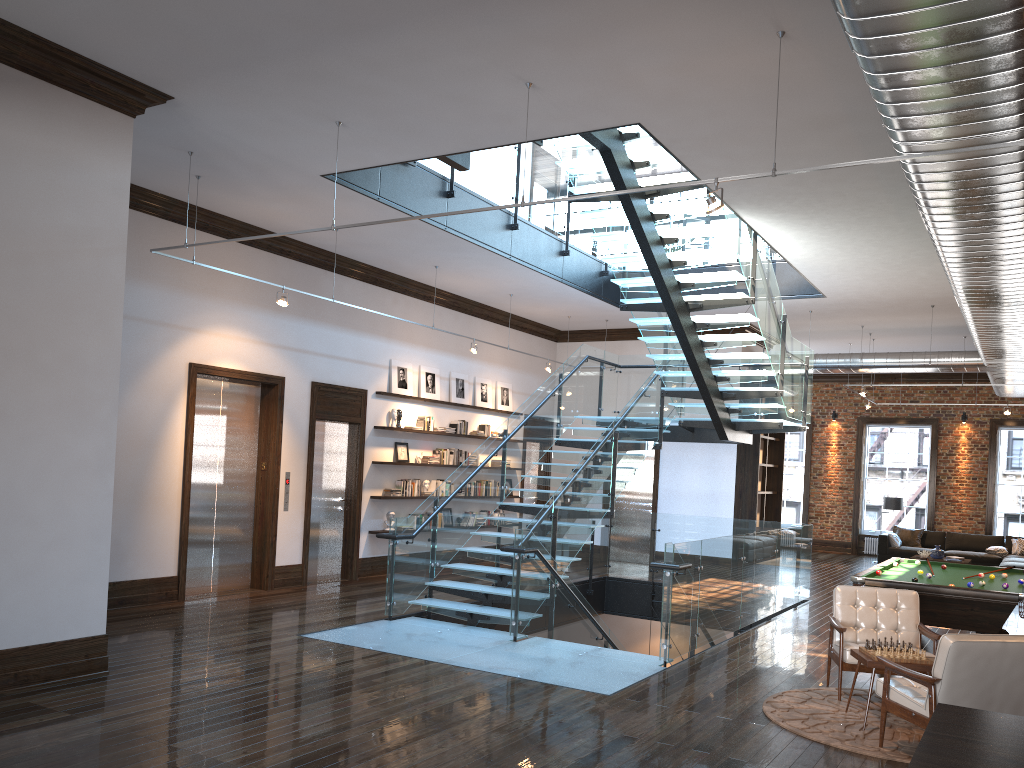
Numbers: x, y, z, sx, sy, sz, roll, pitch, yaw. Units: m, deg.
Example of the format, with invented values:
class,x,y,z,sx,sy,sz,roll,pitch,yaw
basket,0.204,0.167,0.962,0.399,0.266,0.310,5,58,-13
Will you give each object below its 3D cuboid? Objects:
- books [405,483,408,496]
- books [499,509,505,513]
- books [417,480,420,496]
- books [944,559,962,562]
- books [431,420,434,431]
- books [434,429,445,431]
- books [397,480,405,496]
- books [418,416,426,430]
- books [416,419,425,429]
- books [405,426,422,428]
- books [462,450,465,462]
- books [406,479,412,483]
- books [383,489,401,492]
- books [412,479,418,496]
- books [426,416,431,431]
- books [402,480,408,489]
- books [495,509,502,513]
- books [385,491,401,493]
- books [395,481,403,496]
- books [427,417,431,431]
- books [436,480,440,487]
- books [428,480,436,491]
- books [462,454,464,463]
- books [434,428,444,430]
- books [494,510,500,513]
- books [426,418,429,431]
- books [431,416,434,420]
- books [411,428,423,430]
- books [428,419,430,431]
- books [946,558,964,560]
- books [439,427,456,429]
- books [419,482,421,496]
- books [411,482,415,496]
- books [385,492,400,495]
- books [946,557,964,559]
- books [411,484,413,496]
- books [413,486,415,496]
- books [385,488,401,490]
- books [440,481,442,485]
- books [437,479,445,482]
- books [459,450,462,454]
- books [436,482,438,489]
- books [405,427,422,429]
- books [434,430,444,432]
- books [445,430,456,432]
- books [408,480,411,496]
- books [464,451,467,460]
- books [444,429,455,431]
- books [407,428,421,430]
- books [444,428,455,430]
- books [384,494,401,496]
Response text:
class,x,y,z,sx,sy,sz,roll,pitch,yaw
books,-1.633,1.581,13.295,0.156,0.202,0.013,2,-1,31
books,-0.198,2.362,15.770,0.156,0.258,0.042,2,-1,31
books,-1.476,1.592,13.587,0.140,0.251,0.012,2,-1,31
books,8.391,3.358,16.890,0.261,0.024,0.206,2,-5,8
books,-1.287,0.647,13.818,0.131,0.178,0.035,2,-1,31
books,-1.180,0.729,13.996,0.159,0.014,0.184,0,-6,31
books,-1.662,1.559,13.250,0.134,0.236,0.013,2,-1,31
books,-1.386,0.601,13.646,0.142,0.228,0.014,2,-1,31
books,-1.411,0.624,13.623,0.128,0.175,0.050,2,-1,31
books,-1.498,0.656,13.472,0.142,0.011,0.256,0,-6,29
books,-0.844,1.211,14.604,0.143,0.257,0.049,2,-1,31
books,-1.578,1.568,13.422,0.127,0.258,0.015,2,-1,31
books,-1.768,1.573,13.078,0.143,0.028,0.220,-1,-6,36
books,-1.508,1.584,13.531,0.130,0.252,0.027,2,-1,31
books,-1.318,0.614,13.750,0.133,0.228,0.025,2,-1,31
books,-1.624,1.565,13.321,0.128,0.240,0.012,2,-1,31
books,-0.241,2.354,15.722,0.130,0.262,0.060,2,-1,31
books,-1.762,1.594,13.090,0.159,0.011,0.184,0,-6,31
books,-1.691,1.560,13.232,0.125,0.226,0.048,2,-1,31
books,-1.327,0.616,13.705,0.164,0.216,0.012,2,-1,31
books,-1.206,1.644,14.008,0.147,0.252,0.012,2,-1,31
books,-1.259,1.634,13.925,0.140,0.251,0.012,2,-1,31
books,-0.858,1.241,14.579,0.130,0.191,0.024,2,-1,31
books,-1.190,0.713,13.985,0.125,0.014,0.214,0,-6,31
books,-0.274,2.349,15.653,0.122,0.252,0.013,2,-1,31
books,-1.360,0.620,13.666,0.163,0.197,0.029,1,-1,31
books,-1.280,0.623,13.843,0.119,0.232,0.014,2,-1,31
books,-1.497,0.677,13.470,0.141,0.011,0.288,0,-6,28
books,-1.347,0.633,13.692,0.157,0.177,0.029,1,-1,31
books,8.583,3.393,17.180,0.262,0.024,0.206,5,-6,-25
books,-1.040,0.708,14.232,0.142,0.011,0.258,-1,-6,35
books,-1.463,1.606,13.599,0.118,0.227,0.024,2,-1,31
books,-1.549,1.596,13.448,0.150,0.210,0.035,2,-1,31
books,-1.765,1.614,13.098,0.154,0.028,0.192,0,-6,26
books,8.582,3.367,17.173,0.262,0.028,0.205,6,-6,-27
books,-1.562,1.608,13.427,0.142,0.179,0.013,2,-1,31
books,-1.536,1.623,13.477,0.134,0.162,0.030,1,-1,31
books,-1.761,1.554,13.096,0.135,0.014,0.216,0,-6,31
books,-1.182,1.657,14.062,0.153,0.239,0.010,2,-1,31
books,-1.139,1.652,14.124,0.157,0.265,0.011,2,-1,31
books,-0.873,1.209,14.562,0.115,0.252,0.022,2,-1,31
books,-1.240,1.654,13.949,0.153,0.218,0.030,2,-1,31
books,-1.499,0.667,13.472,0.142,0.011,0.256,0,-6,32
books,-1.190,0.742,13.986,0.155,0.015,0.211,0,-6,31
books,-1.045,0.750,14.233,0.141,0.011,0.288,-1,-6,33
books,-1.585,1.570,13.371,0.138,0.243,0.015,2,-1,31
books,-0.816,1.225,14.628,0.169,0.237,0.021,2,-1,31
books,-1.044,0.740,14.233,0.142,0.011,0.257,0,-6,28
books,-1.501,0.688,13.472,0.142,0.011,0.256,0,-6,30
books,-1.047,0.718,14.236,0.141,0.011,0.287,0,-6,30
books,-1.766,1.641,13.091,0.143,0.028,0.236,0,-6,31
